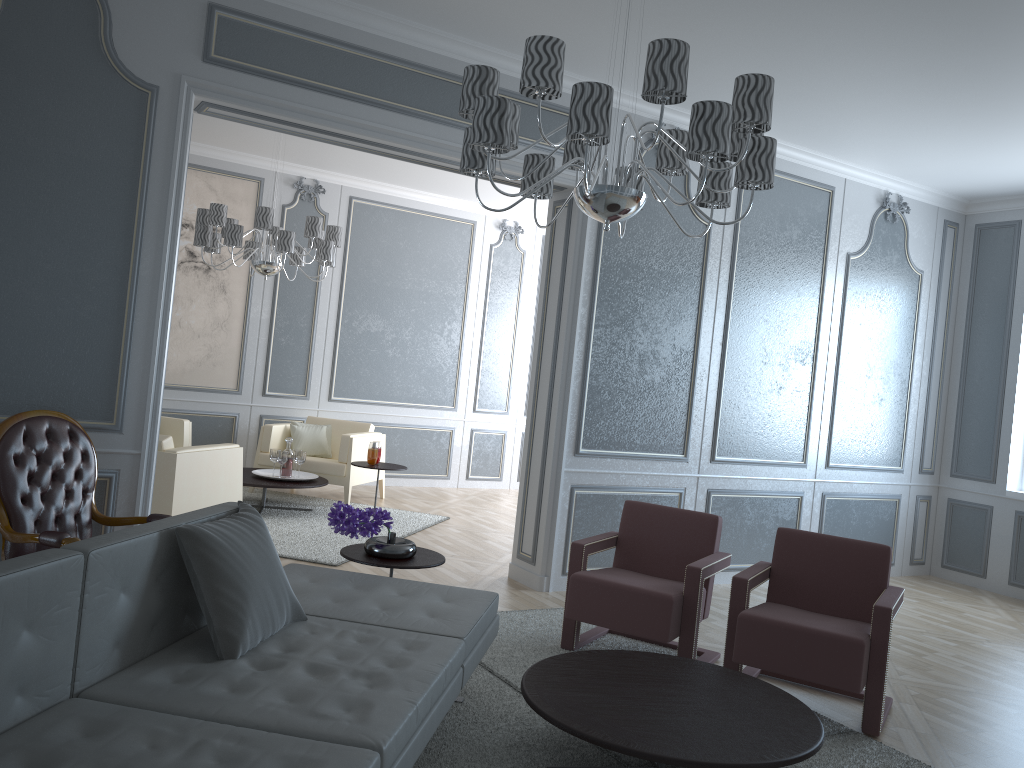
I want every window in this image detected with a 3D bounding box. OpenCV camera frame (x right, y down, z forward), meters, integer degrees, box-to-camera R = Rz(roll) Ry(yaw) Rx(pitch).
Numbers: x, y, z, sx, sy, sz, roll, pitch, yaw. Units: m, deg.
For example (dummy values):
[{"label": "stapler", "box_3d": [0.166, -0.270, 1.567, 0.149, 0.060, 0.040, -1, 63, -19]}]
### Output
[{"label": "window", "box_3d": [4.027, 0.045, 5.494, 0.349, 1.582, 1.601, 6, 0, -31]}]

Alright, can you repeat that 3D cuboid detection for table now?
[{"label": "table", "box_3d": [-0.488, 0.862, 3.497, 0.414, 0.385, 0.414, 6, 0, -43]}, {"label": "table", "box_3d": [0.454, 1.051, 2.639, 0.882, 0.239, 0.883, 6, 1, -13]}, {"label": "table", "box_3d": [-1.776, 0.781, 6.362, 0.881, 0.239, 0.883, 6, 1, -33]}, {"label": "table", "box_3d": [-0.995, 0.787, 6.514, 0.414, 0.385, 0.414, 6, 0, 17]}]

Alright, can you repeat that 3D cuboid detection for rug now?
[{"label": "rug", "box_3d": [0.362, 1.157, 2.641, 2.016, 0.010, 3.206, 6, 1, -31]}, {"label": "rug", "box_3d": [-1.685, 0.908, 6.076, 2.001, 0.010, 1.999, 6, 1, 14]}]

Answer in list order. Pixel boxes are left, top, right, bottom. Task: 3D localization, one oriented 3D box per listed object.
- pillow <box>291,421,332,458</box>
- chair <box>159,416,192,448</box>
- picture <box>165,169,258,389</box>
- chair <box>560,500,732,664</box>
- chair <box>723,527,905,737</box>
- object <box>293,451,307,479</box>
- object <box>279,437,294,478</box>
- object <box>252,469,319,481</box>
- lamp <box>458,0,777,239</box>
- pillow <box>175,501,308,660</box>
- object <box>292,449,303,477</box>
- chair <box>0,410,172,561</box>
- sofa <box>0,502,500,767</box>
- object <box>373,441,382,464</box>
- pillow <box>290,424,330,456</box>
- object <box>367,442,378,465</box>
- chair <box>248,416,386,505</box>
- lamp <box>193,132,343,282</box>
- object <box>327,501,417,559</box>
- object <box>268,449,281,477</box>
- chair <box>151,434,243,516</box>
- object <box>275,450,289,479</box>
[{"label": "pillow", "box_3d": [-1.651, 0.460, 7.306, 0.350, 0.276, 0.184, 6, 0, -25]}, {"label": "chair", "box_3d": [-2.861, 0.475, 6.422, 0.737, 0.621, 0.854, 6, 0, 14]}, {"label": "picture", "box_3d": [-2.746, -0.879, 7.178, 1.198, 1.751, 0.001, 6, 0, -31]}, {"label": "chair", "box_3d": [0.565, 0.852, 3.779, 0.576, 0.620, 0.606, 6, 0, 29]}, {"label": "chair", "box_3d": [1.159, 0.917, 3.410, 0.576, 0.620, 0.606, 6, 0, 29]}, {"label": "object", "box_3d": [-1.529, 0.584, 6.387, 0.080, 0.196, 0.080, 6, 0, 42]}, {"label": "object", "box_3d": [-1.617, 0.528, 6.389, 0.086, 0.290, 0.086, 6, 0, -10]}, {"label": "object", "box_3d": [-1.630, 0.661, 6.376, 0.468, 0.028, 0.468, 6, 1, -18]}, {"label": "lamp", "box_3d": [0.350, -1.038, 2.796, 0.975, 1.120, 0.977, 6, 0, -43]}, {"label": "pillow", "box_3d": [-0.726, 0.532, 2.398, 0.253, 0.354, 0.422, 6, 0, 6]}, {"label": "object", "box_3d": [-1.573, 0.579, 6.458, 0.080, 0.196, 0.080, 6, 0, 42]}, {"label": "chair", "box_3d": [-1.574, 0.535, 3.245, 0.575, 0.828, 0.572, 6, 0, 19]}, {"label": "sofa", "box_3d": [-0.608, 0.721, 2.149, 0.810, 0.668, 2.203, 6, 1, 9]}, {"label": "object", "box_3d": [-1.009, 0.509, 6.584, 0.075, 0.165, 0.075, 6, 0, 18]}, {"label": "pillow", "box_3d": [-1.647, 0.461, 7.217, 0.311, 0.245, 0.163, 6, 0, -37]}, {"label": "object", "box_3d": [-1.020, 0.508, 6.498, 0.075, 0.165, 0.075, 6, 0, -42]}, {"label": "chair", "box_3d": [-1.543, 0.604, 7.211, 0.855, 0.621, 0.737, 6, 0, 14]}, {"label": "lamp", "box_3d": [-1.673, -1.283, 6.207, 0.975, 1.120, 0.977, 6, 0, -43]}, {"label": "object", "box_3d": [-0.522, 0.555, 3.391, 0.206, 0.221, 0.425, 6, 0, 29]}, {"label": "object", "box_3d": [-1.705, 0.566, 6.368, 0.080, 0.196, 0.080, 6, 0, 42]}, {"label": "chair", "box_3d": [-2.111, 0.566, 5.156, 0.855, 0.621, 0.737, 6, 0, 14]}, {"label": "object", "box_3d": [-1.637, 0.574, 6.298, 0.080, 0.196, 0.080, 6, 0, -28]}]
